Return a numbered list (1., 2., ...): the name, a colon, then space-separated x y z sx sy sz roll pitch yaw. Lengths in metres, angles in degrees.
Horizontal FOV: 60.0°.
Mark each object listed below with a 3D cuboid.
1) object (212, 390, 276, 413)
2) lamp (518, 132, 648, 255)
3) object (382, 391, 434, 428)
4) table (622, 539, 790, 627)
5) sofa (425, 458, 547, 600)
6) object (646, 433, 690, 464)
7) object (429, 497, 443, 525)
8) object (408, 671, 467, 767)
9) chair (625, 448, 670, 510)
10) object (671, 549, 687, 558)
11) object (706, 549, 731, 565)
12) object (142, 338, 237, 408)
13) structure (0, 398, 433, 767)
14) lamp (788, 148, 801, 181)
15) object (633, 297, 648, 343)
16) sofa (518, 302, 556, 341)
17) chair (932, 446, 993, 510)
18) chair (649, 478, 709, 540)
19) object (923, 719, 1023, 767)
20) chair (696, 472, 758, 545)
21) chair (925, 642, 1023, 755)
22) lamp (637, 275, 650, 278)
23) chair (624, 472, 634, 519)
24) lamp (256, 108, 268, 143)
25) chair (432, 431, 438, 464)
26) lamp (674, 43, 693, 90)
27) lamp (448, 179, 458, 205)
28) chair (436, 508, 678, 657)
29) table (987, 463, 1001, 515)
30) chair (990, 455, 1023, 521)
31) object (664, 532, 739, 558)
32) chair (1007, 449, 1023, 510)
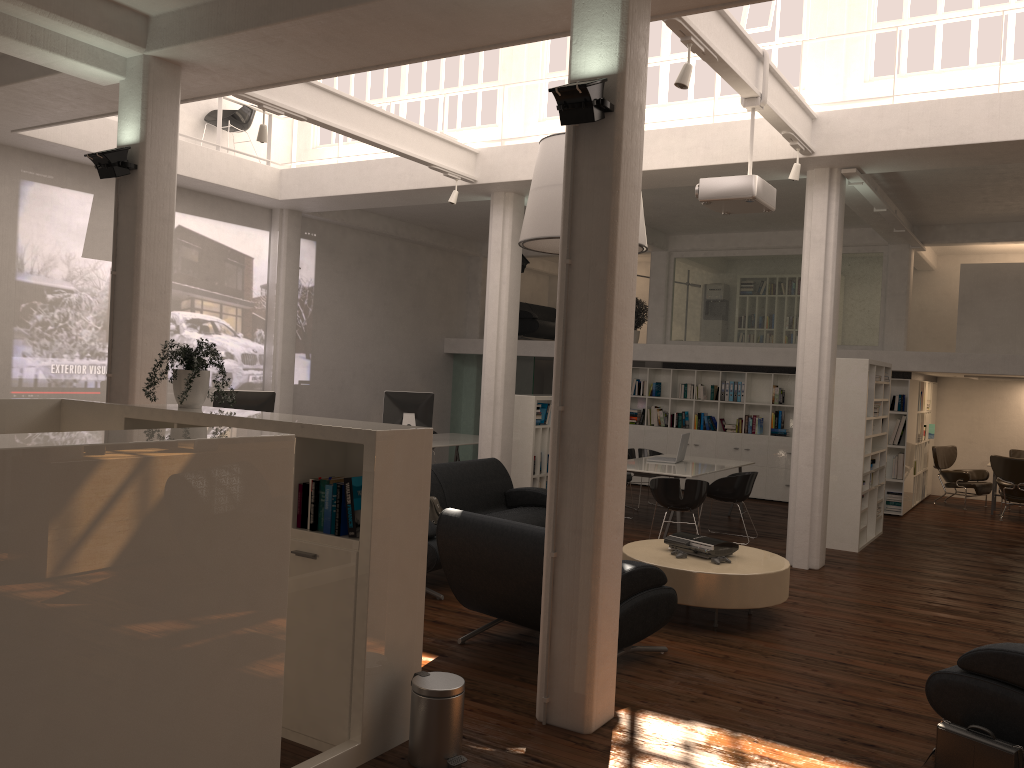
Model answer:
1. object: -3.745 0.535 12.367 0.886 0.888 0.347 2 1 -38
2. lamp: 0.863 -3.593 9.458 1.386 4.284 1.386 2 1 -44
3. object: -1.842 0.579 15.741 0.886 0.888 0.347 3 1 -13
4. table: 1.887 1.971 8.766 1.616 0.570 1.616 3 1 25
5. sofa: -0.545 1.552 10.247 1.467 1.119 3.087 3 1 32
6. object: 2.553 1.021 14.454 0.557 0.470 0.702 3 1 22
7. object: -0.945 1.413 9.821 0.586 0.352 0.331 2 1 -43
8. object: -0.431 1.960 5.175 0.415 0.465 0.311 3 1 15
9. chair: 2.368 1.674 15.684 0.795 1.004 0.757 2 1 -23
10. object: 1.622 1.643 8.601 0.119 0.062 0.193 3 1 -8
11. object: 1.944 1.642 8.443 0.193 0.099 0.231 2 1 -35
12. object: -2.278 -0.084 6.349 0.646 0.504 0.709 2 1 -28
13. structure: -3.108 1.116 4.301 3.131 1.914 4.752 3 1 32
14. lamp: 3.221 -2.487 10.085 0.136 0.357 0.117 4 1 38
15. object: 2.741 -1.421 20.096 0.793 1.127 0.770 3 1 30
16. sofa: 0.818 -1.545 22.908 1.467 1.119 3.087 3 1 32
17. chair: 9.110 1.879 18.016 0.994 1.183 0.991 2 1 -38
18. chair: 2.231 1.725 11.872 0.795 1.004 0.757 3 1 7
19. object: 2.671 2.162 5.122 0.271 0.376 0.618 2 1 -42
20. chair: 3.169 1.756 12.930 0.757 1.004 0.795 3 1 27
21. chair: 3.595 1.826 5.386 1.454 1.130 1.481 2 1 -37
22. lamp: 3.447 -2.637 22.076 2.635 0.513 0.447 4 1 41
23. chair: 1.483 1.653 14.169 0.757 1.004 0.795 3 1 32
24. lamp: -2.680 -2.774 9.557 0.136 0.357 0.117 4 1 38
25. chair: -1.930 1.422 18.224 0.795 1.004 0.757 3 1 -13
26. lamp: 1.366 -2.535 7.063 0.136 0.357 0.117 3 1 25
27. lamp: -0.833 -2.727 12.570 0.136 0.357 0.117 3 1 25
28. chair: 0.372 1.636 7.323 1.454 1.130 1.481 4 1 43
29. table: 10.948 2.123 16.316 3.900 0.947 1.040 3 1 32
30. chair: 9.393 1.919 16.276 0.991 1.183 0.994 2 1 -43
31. object: 1.879 1.601 8.815 0.471 0.163 0.558 2 1 -38
32. chair: 10.532 1.953 17.825 0.994 1.183 0.991 3 1 27
